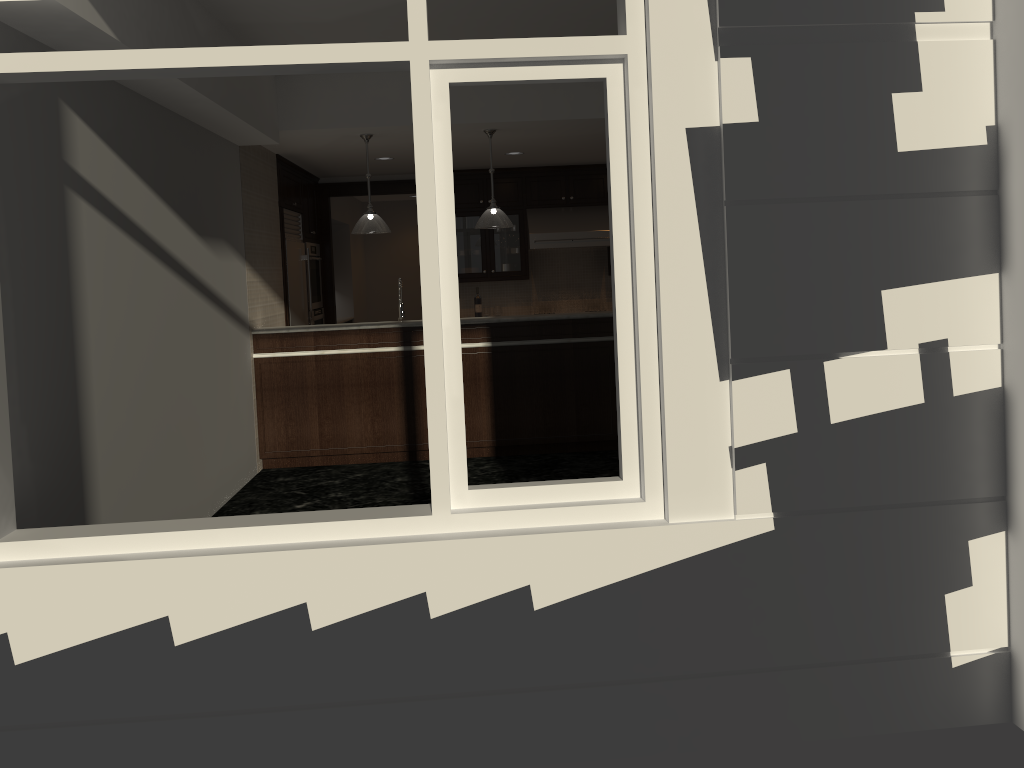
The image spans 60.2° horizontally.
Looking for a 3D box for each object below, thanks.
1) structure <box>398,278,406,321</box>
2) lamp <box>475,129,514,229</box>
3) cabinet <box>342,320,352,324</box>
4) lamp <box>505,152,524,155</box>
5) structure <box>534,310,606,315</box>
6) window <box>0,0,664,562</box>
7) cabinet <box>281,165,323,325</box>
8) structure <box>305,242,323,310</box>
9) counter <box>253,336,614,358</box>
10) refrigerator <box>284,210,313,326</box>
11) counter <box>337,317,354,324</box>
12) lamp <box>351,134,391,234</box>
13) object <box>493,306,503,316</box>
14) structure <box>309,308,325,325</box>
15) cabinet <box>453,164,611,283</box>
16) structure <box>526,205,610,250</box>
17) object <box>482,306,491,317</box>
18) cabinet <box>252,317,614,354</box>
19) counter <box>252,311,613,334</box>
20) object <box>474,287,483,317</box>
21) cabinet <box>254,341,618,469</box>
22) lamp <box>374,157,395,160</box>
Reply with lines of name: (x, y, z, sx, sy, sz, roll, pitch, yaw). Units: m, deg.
structure: (-0.922, -0.621, 7.360, 0.051, 0.528, 0.244, -3, 3, -3)
lamp: (-0.160, -1.647, 7.087, 0.317, 0.780, 0.319, -2, 3, 12)
cabinet: (-2.129, -0.394, 11.159, 0.057, 0.742, 1.803, -3, 7, -2)
lamp: (0.020, -2.312, 8.610, 0.198, 0.136, 0.198, -7, 7, -37)
structure: (0.699, -0.373, 9.872, 0.906, 0.835, 0.723, -3, 4, -2)
window: (-0.678, -0.574, 3.026, 2.311, 2.194, 0.153, -3, 2, -4)
cabinet: (-2.382, -0.904, 8.997, 0.757, 2.412, 1.853, -3, 4, -2)
structure: (-2.373, -1.146, 9.461, 0.613, 0.698, 0.762, -3, 5, -2)
counter: (-0.591, -0.353, 7.345, 2.868, 0.032, 1.061, -3, 7, -2)
refrigerator: (-2.358, -0.605, 8.594, 0.687, 2.114, 0.894, -3, 3, -2)
counter: (-2.474, -0.766, 11.131, 0.709, 0.032, 1.869, -3, 7, -2)
lamp: (-1.143, -1.597, 7.048, 0.317, 0.780, 0.319, -2, 3, 12)
object: (-0.157, -0.794, 9.855, 0.112, 0.150, 0.113, -3, 4, -10)
structure: (-2.393, -0.591, 9.479, 0.665, 0.387, 0.768, -3, 6, -2)
cabinet: (0.960, -1.719, 9.025, 3.366, 1.250, 2.323, -3, 6, -2)
structure: (0.636, -1.757, 9.846, 0.930, 0.476, 0.644, -3, 6, -2)
object: (-0.288, -0.799, 9.937, 0.112, 0.150, 0.113, -3, 4, -10)
cabinet: (-0.583, -0.397, 6.980, 2.836, 0.152, 0.294, -3, 6, -2)
counter: (-0.577, -0.489, 6.977, 2.854, 0.032, 0.330, -3, 7, -2)
object: (-0.378, -0.894, 9.827, 0.094, 0.376, 0.095, -2, 3, 13)
cabinet: (-0.567, 0.086, 7.366, 2.847, 0.910, 1.032, -3, 5, -2)
lamp: (-1.241, -2.248, 8.559, 0.197, 0.136, 0.199, -2, 6, 3)
